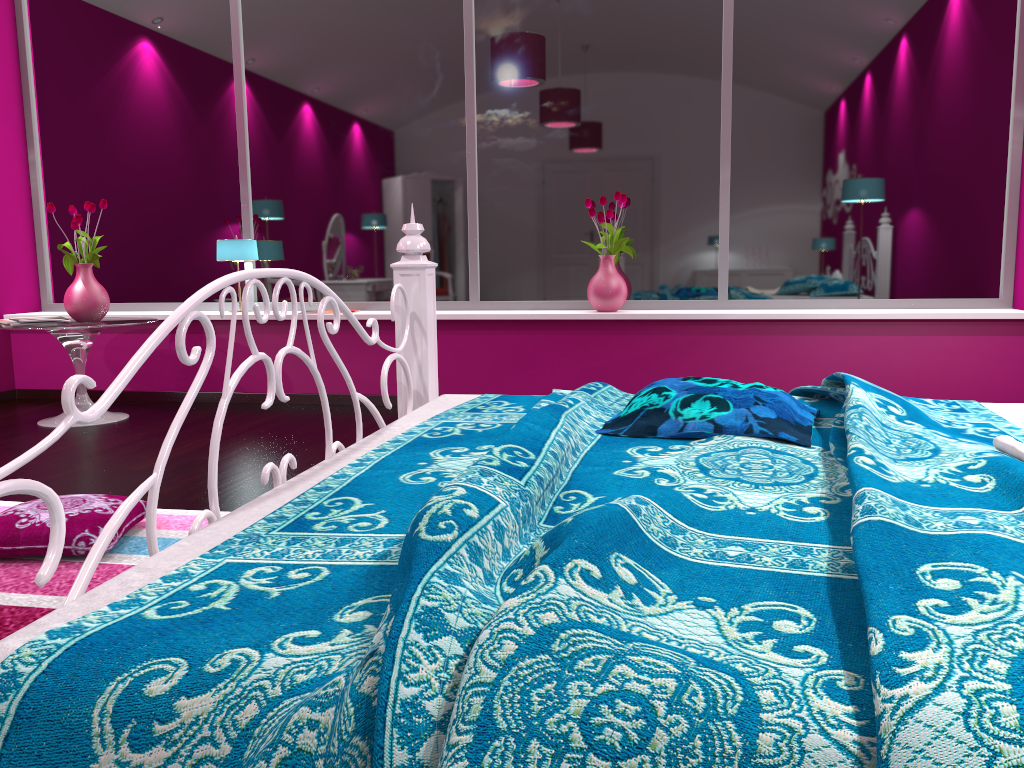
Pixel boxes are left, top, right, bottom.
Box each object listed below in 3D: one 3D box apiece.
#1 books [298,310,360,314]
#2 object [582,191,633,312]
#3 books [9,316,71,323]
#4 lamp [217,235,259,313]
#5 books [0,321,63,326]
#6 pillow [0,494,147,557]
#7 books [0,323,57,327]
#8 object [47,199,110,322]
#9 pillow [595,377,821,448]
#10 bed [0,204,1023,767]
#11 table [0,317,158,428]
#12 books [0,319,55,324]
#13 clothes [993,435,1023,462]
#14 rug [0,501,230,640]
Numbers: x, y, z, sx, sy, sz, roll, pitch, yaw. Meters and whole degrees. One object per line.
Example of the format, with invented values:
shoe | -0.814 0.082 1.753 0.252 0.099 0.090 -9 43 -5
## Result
books | -1.012 -0.400 4.927 0.300 0.007 0.220 -1 8 0
object | 0.503 -0.684 4.614 0.242 0.614 0.264 -4 9 -20
books | -2.310 -0.311 4.337 0.221 0.020 0.300 -7 10 -37
lamp | -1.552 -0.624 5.036 0.229 0.438 0.229 -6 10 -33
books | -2.350 -0.300 4.317 0.220 0.007 0.300 -8 11 -42
pillow | -1.267 0.388 2.509 0.401 0.107 0.419 -1 8 -3
books | -2.358 -0.293 4.317 0.220 0.007 0.300 -6 10 -34
object | -2.154 -0.617 4.456 0.264 0.614 0.242 -3 8 -15
pillow | 0.412 0.057 1.834 0.425 0.127 0.404 2 9 21
bed | 0.671 0.008 1.385 2.317 1.143 2.167 1 8 11
table | -2.189 -0.064 4.494 0.771 0.500 0.770 -6 10 -34
books | -2.389 -0.310 4.338 0.220 0.007 0.300 -8 11 -43
clothes | 0.892 0.326 0.961 0.553 0.376 1.036 0 8 6
rug | -1.555 0.545 1.867 1.400 0.018 2.100 1 8 11
